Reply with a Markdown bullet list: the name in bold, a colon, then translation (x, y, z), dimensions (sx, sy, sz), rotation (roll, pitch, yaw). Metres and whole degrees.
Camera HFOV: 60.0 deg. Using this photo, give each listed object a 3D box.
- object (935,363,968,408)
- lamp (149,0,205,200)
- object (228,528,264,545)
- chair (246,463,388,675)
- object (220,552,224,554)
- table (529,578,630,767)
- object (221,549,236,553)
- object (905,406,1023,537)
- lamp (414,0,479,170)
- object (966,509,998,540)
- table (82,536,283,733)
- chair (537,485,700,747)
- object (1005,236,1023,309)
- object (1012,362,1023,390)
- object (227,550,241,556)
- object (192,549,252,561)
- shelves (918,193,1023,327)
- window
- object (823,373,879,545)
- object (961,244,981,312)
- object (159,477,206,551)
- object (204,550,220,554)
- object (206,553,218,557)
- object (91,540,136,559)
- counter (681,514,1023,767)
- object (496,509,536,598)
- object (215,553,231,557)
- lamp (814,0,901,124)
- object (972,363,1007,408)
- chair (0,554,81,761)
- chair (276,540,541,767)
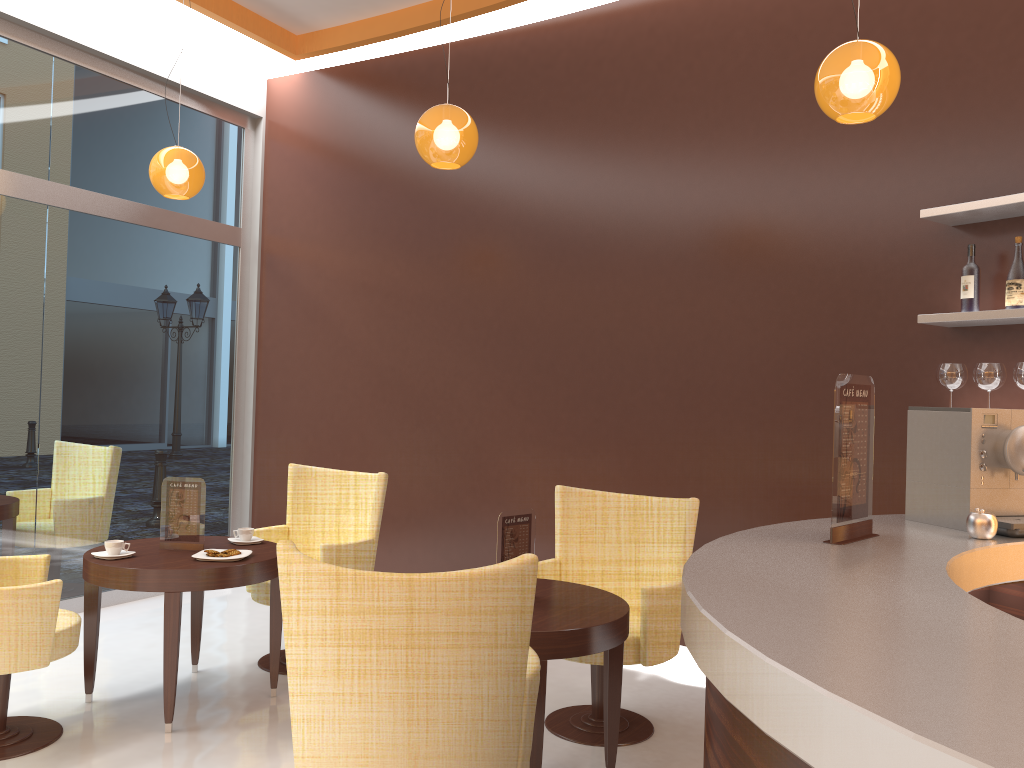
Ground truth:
- **object**: translation (1.861, 0.026, 3.755), dimensions (0.125, 0.221, 0.125), rotation (2, -1, -37)
- **lamp**: translation (-1.868, -1.802, 5.009), dimensions (0.299, 1.500, 0.299), rotation (2, -1, -4)
- **object**: translation (-1.302, 0.744, 4.341), dimensions (0.153, 0.069, 0.153), rotation (2, -1, -39)
- **chair**: translation (-1.051, 0.962, 4.741), dimensions (0.729, 1.017, 0.685), rotation (1, -1, 32)
- **object**: translation (-1.311, 0.759, 3.962), dimensions (0.054, 0.018, 0.051), rotation (2, -1, 16)
- **table**: translation (-0.016, 1.141, 3.282), dimensions (0.872, 0.679, 0.874), rotation (2, -1, -15)
- **object**: translation (-1.278, 0.754, 3.997), dimensions (0.054, 0.018, 0.051), rotation (1, -1, 27)
- **object**: translation (1.368, 0.240, 2.526), dimensions (0.270, 0.340, 0.373), rotation (2, -1, -16)
- **lamp**: translation (-0.287, -1.767, 4.150), dimensions (0.299, 1.500, 0.299), rotation (2, -1, 7)
- **object**: translation (1.224, 0.364, 2.309), dimensions (0.075, 0.077, 0.075), rotation (2, -1, -3)
- **table**: translation (-1.501, 1.108, 4.078), dimensions (0.872, 0.679, 0.874), rotation (2, -1, -15)
- **chair**: translation (0.423, 0.995, 3.953), dimensions (0.729, 1.017, 0.685), rotation (1, -1, 35)
- **object**: translation (2.026, -0.437, 3.550), dimensions (0.086, 0.303, 0.086), rotation (2, -1, 7)
- **object**: translation (2.037, 0.027, 3.486), dimensions (0.125, 0.221, 0.125), rotation (2, -1, -37)
- **object**: translation (-1.243, 0.756, 3.967), dimensions (0.052, 0.018, 0.055), rotation (2, -1, -37)
- **object**: translation (-1.288, 0.763, 3.945), dimensions (0.234, 0.020, 0.234), rotation (2, -1, 0)
- **shelves**: translation (2.562, -0.293, 1.610), dimensions (0.586, 0.902, 4.744), rotation (2, -1, -14)
- **window**: translation (-3.986, -0.394, 3.154), dimensions (0.040, 3.380, 8.200), rotation (1, -1, 29)
- **object**: translation (0.863, 0.183, 2.238), dimensions (0.052, 0.414, 0.258), rotation (1, -1, 42)
- **object**: translation (1.911, -0.433, 3.693), dimensions (0.073, 0.297, 0.073), rotation (1, -1, 38)
- **object**: translation (-1.524, 0.600, 4.107), dimensions (0.209, 0.335, 0.042), rotation (2, -1, 4)
- **object**: translation (-1.333, 0.746, 3.940), dimensions (0.055, 0.016, 0.052), rotation (1, -1, 28)
- **object**: translation (-1.319, 0.755, 3.908), dimensions (0.054, 0.018, 0.051), rotation (2, -1, -14)
- **object**: translation (-1.743, 0.723, 3.881), dimensions (0.153, 0.069, 0.153), rotation (1, -1, 29)
- **counter**: translation (1.106, 0.933, 1.245), dimensions (1.586, 1.100, 2.917), rotation (2, -1, -16)
- **object**: translation (0.015, 0.634, 3.285), dimensions (0.042, 0.335, 0.209), rotation (1, -1, 42)
- **object**: translation (-1.273, 0.755, 3.908), dimensions (0.055, 0.014, 0.053), rotation (2, -1, 12)
- **lamp**: translation (1.295, -1.731, 3.291), dimensions (0.299, 1.500, 0.299), rotation (2, -1, 7)
- **object**: translation (1.950, 0.026, 3.624), dimensions (0.125, 0.221, 0.125), rotation (2, -1, -37)
- **chair**: translation (-2.088, 0.912, 3.525), dimensions (0.685, 1.017, 0.729), rotation (2, -1, -30)
- **chair**: translation (-0.291, 0.951, 2.522), dimensions (0.729, 1.017, 0.685), rotation (2, -1, 7)
